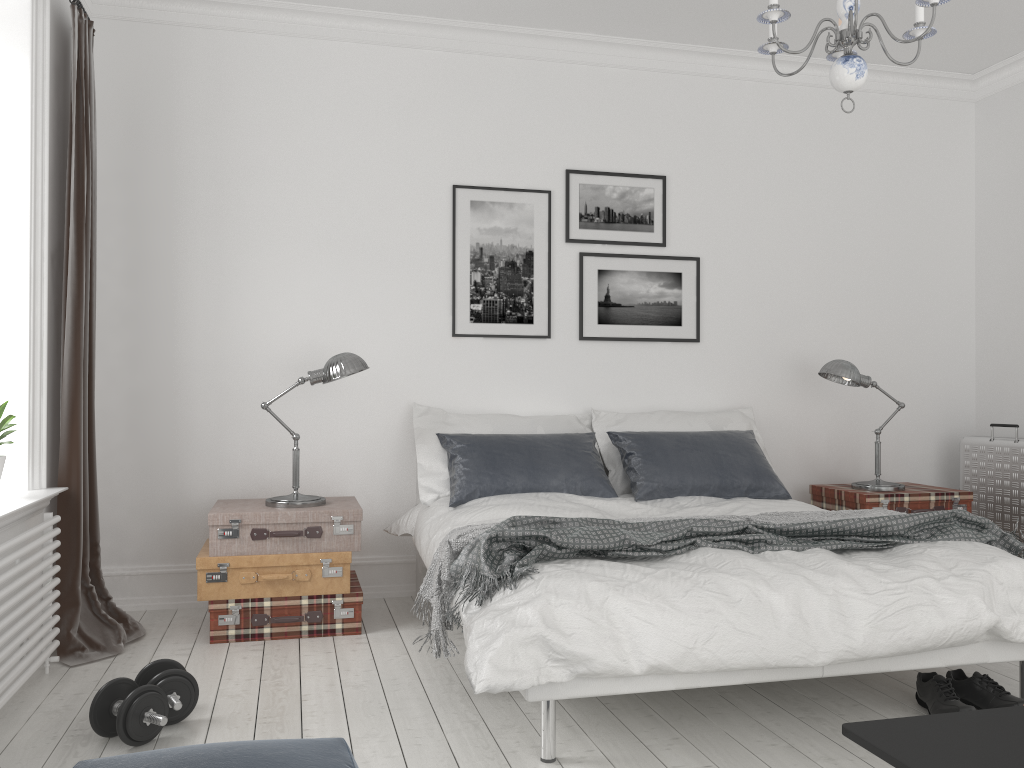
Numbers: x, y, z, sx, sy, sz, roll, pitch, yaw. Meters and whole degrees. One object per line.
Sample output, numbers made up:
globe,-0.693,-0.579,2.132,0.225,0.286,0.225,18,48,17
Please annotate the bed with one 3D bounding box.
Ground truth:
bed,0.674,0.643,3.694,2.217,0.926,2.473,0,-1,-13

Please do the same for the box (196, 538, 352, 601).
box,-1.075,0.828,4.045,0.647,0.185,0.537,0,-1,-14

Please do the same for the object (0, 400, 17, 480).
object,-1.924,0.230,3.203,0.284,0.369,0.215,1,-1,-36

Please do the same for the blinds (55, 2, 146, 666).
blinds,-1.747,-0.248,3.825,0.327,2.680,0.779,0,-1,-19

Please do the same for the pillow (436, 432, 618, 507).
pillow,0.071,0.407,4.302,0.837,0.329,0.405,0,-1,-14

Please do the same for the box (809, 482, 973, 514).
box,2.058,0.661,4.828,0.647,0.185,0.537,0,-1,-14

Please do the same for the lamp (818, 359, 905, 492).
lamp,1.898,0.218,4.782,0.488,0.699,0.269,0,-1,-14

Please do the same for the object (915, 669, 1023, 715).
object,1.511,1.036,2.947,0.322,0.127,0.300,0,-1,-14

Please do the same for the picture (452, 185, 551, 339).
picture,-0.053,-0.655,4.794,0.545,0.810,0.015,0,-1,-14

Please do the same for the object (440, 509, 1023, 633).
object,0.839,0.648,3.071,2.154,0.377,0.536,0,-1,-11

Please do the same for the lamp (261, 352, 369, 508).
lamp,-0.907,0.203,4.091,0.488,0.699,0.269,0,-1,-14

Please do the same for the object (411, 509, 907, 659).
object,0.729,0.756,3.425,2.236,0.500,0.521,0,-1,-11

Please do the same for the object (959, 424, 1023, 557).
object,2.812,0.674,4.988,0.208,0.902,0.647,0,-1,-24

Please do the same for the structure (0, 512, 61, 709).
structure,-1.678,0.813,2.957,0.114,0.670,0.887,0,-1,-14

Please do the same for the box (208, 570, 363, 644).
box,-1.027,1.012,4.059,0.647,0.185,0.537,0,-1,-14

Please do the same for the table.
table,1.238,0.931,1.727,0.833,0.313,0.824,0,-1,-14

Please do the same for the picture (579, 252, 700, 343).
picture,0.722,-0.482,4.985,0.720,0.486,0.015,0,-1,-14

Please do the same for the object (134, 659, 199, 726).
object,-1.132,1.006,2.900,0.179,0.179,0.326,1,-1,-34

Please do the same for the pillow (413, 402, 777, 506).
pillow,0.467,0.359,4.615,1.965,0.529,0.465,0,-1,-15

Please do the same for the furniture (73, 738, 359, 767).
furniture,-0.527,0.869,1.512,0.646,0.423,0.646,0,-1,-13

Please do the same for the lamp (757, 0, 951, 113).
lamp,1.007,-1.370,2.656,0.594,1.123,0.528,0,-1,-14

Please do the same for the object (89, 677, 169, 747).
object,-1.173,1.004,2.721,0.326,0.179,0.179,0,-1,31

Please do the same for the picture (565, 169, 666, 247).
picture,0.584,-0.979,4.955,0.592,0.403,0.015,0,-1,-14

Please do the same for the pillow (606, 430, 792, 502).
pillow,0.941,0.411,4.507,0.842,0.339,0.405,0,-1,-14

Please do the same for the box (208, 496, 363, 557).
box,-1.029,0.644,4.058,0.647,0.185,0.537,0,-1,-14
